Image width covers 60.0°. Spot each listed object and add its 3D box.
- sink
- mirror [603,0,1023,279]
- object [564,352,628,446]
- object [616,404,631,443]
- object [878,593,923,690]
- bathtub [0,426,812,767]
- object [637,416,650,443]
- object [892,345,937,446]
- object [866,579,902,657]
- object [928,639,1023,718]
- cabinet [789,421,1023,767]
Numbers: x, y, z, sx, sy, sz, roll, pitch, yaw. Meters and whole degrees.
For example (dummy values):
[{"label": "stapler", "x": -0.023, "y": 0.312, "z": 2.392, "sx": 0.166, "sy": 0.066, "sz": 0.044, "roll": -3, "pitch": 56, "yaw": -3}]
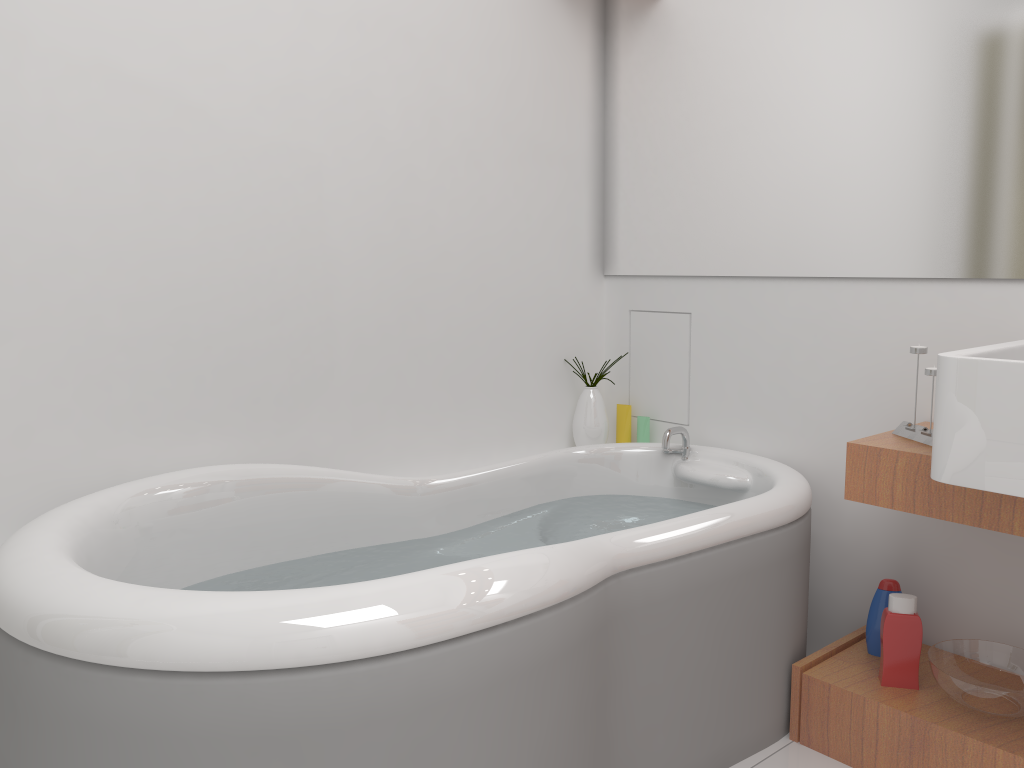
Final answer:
[{"label": "sink", "x": 1.136, "y": 0.163, "z": 1.475, "sx": 0.552, "sy": 0.673, "sz": 0.657, "roll": -7, "pitch": 10, "yaw": -40}, {"label": "mirror", "x": 1.124, "y": -0.659, "z": 1.793, "sx": 0.022, "sy": 0.887, "sz": 2.600, "roll": -7, "pitch": 10, "yaw": -40}, {"label": "object", "x": 0.254, "y": 0.069, "z": 2.710, "sx": 0.215, "sy": 0.326, "sz": 0.154, "roll": -2, "pitch": 8, "yaw": -9}, {"label": "object", "x": 0.350, "y": 0.145, "z": 2.776, "sx": 0.047, "sy": 0.162, "sz": 0.047, "roll": -2, "pitch": 8, "yaw": -14}, {"label": "object", "x": 0.842, "y": 0.557, "z": 1.922, "sx": 0.079, "sy": 0.207, "sz": 0.046, "roll": 2, "pitch": 8, "yaw": 14}, {"label": "bathtub", "x": -0.062, "y": 0.510, "z": 1.936, "sx": 1.863, "sy": 0.674, "sz": 1.055, "roll": -7, "pitch": 10, "yaw": -40}, {"label": "object", "x": 0.402, "y": 0.165, "z": 2.717, "sx": 0.038, "sy": 0.133, "sz": 0.038, "roll": -1, "pitch": 8, "yaw": -7}, {"label": "object", "x": 0.874, "y": 0.021, "z": 1.843, "sx": 0.059, "sy": 0.203, "sz": 0.182, "roll": -2, "pitch": 8, "yaw": -10}, {"label": "object", "x": 0.874, "y": 0.545, "z": 2.062, "sx": 0.092, "sy": 0.190, "sz": 0.044, "roll": 2, "pitch": 8, "yaw": 16}, {"label": "object", "x": 0.992, "y": 0.622, "z": 1.832, "sx": 0.245, "sy": 0.090, "sz": 0.245, "roll": 3, "pitch": 8, "yaw": 21}, {"label": "cabinet", "x": 1.298, "y": 0.531, "z": 1.478, "sx": 0.355, "sy": 0.719, "sz": 1.635, "roll": -7, "pitch": 10, "yaw": -40}]
